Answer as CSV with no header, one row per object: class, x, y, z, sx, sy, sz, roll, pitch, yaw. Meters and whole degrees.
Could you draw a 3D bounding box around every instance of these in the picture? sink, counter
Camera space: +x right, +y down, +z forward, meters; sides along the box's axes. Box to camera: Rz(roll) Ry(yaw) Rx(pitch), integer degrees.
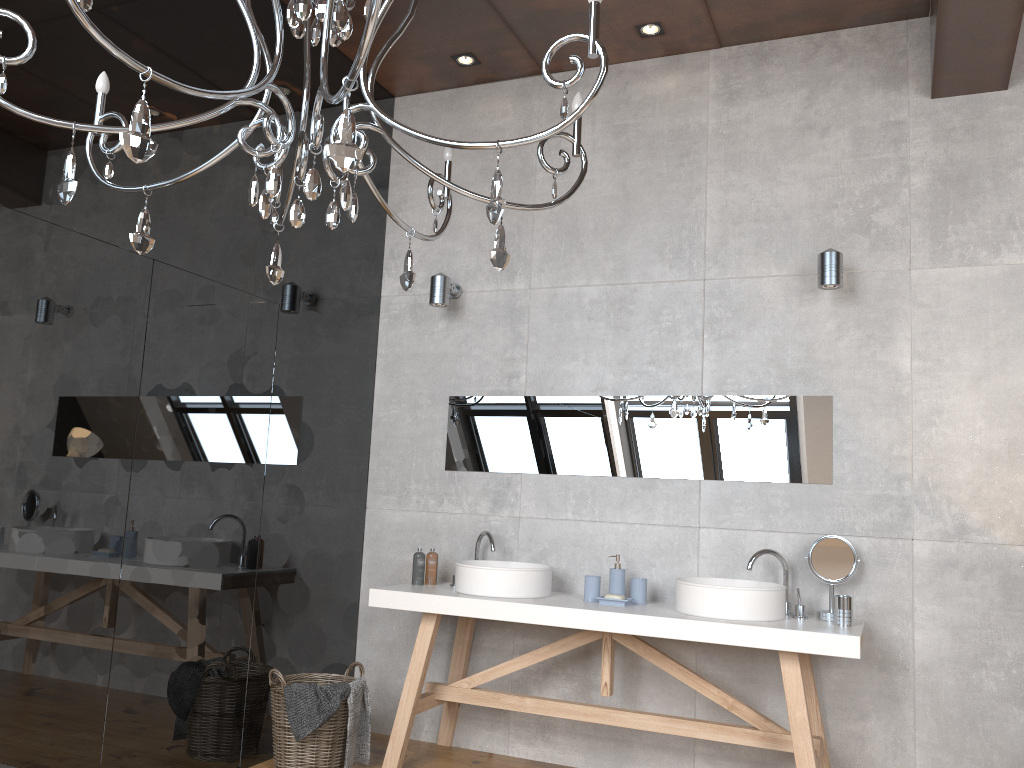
sink,-0.039,0.877,3.999,0.445,0.128,0.442,2,-8,5
sink,0.885,0.871,3.606,0.442,0.128,0.445,5,-8,-13
counter,0.401,1.316,3.743,2.011,0.765,0.630,0,-8,23

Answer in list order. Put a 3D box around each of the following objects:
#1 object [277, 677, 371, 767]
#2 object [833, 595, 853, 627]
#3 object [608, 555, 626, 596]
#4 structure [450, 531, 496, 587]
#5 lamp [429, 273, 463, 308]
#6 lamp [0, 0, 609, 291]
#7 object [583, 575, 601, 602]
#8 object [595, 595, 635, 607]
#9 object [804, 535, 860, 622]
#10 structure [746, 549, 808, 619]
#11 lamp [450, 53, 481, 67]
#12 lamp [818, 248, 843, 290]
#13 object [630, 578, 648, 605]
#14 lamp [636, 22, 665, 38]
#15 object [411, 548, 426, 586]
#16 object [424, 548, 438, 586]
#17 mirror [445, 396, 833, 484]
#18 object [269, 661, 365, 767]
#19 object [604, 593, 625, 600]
object,-0.833,1.435,3.761,0.378,0.361,0.357,-1,-9,28
object,1.278,0.874,3.421,0.073,0.111,0.073,1,-8,15
object,0.462,0.852,3.892,0.076,0.201,0.076,1,-8,16
structure,-0.157,0.827,4.199,0.242,0.268,0.141,-1,-9,28
lamp,-0.332,-0.465,4.495,0.101,0.168,0.243,0,-8,23
lamp,-0.472,-1.134,2.253,1.409,1.594,1.409,10,-11,-44
object,0.348,0.886,3.838,0.075,0.108,0.075,7,-9,-31
object,0.433,0.918,3.743,0.147,0.031,0.100,-1,-8,25
object,1.300,0.785,3.602,0.192,0.338,0.118,6,-8,-20
structure,1.096,0.819,3.665,0.242,0.268,0.141,0,-8,18
lamp,-0.233,-1.640,4.466,0.115,0.027,0.113,0,-8,23
lamp,1.359,-0.476,3.775,0.101,0.168,0.243,0,-8,23
object,0.548,0.896,3.836,0.075,0.108,0.075,-4,-10,43
lamp,0.640,-1.646,4.094,0.115,0.027,0.113,0,-8,23
object,-0.437,0.857,4.160,0.058,0.172,0.058,3,-8,2
object,-0.381,0.867,4.211,0.058,0.172,0.058,2,-8,9
mirror,0.518,0.243,4.134,1.838,0.377,0.007,0,-8,23
object,-0.849,1.431,3.808,0.393,0.432,0.393,1,-8,15
object,0.434,0.904,3.745,0.084,0.035,0.067,-1,-8,25
